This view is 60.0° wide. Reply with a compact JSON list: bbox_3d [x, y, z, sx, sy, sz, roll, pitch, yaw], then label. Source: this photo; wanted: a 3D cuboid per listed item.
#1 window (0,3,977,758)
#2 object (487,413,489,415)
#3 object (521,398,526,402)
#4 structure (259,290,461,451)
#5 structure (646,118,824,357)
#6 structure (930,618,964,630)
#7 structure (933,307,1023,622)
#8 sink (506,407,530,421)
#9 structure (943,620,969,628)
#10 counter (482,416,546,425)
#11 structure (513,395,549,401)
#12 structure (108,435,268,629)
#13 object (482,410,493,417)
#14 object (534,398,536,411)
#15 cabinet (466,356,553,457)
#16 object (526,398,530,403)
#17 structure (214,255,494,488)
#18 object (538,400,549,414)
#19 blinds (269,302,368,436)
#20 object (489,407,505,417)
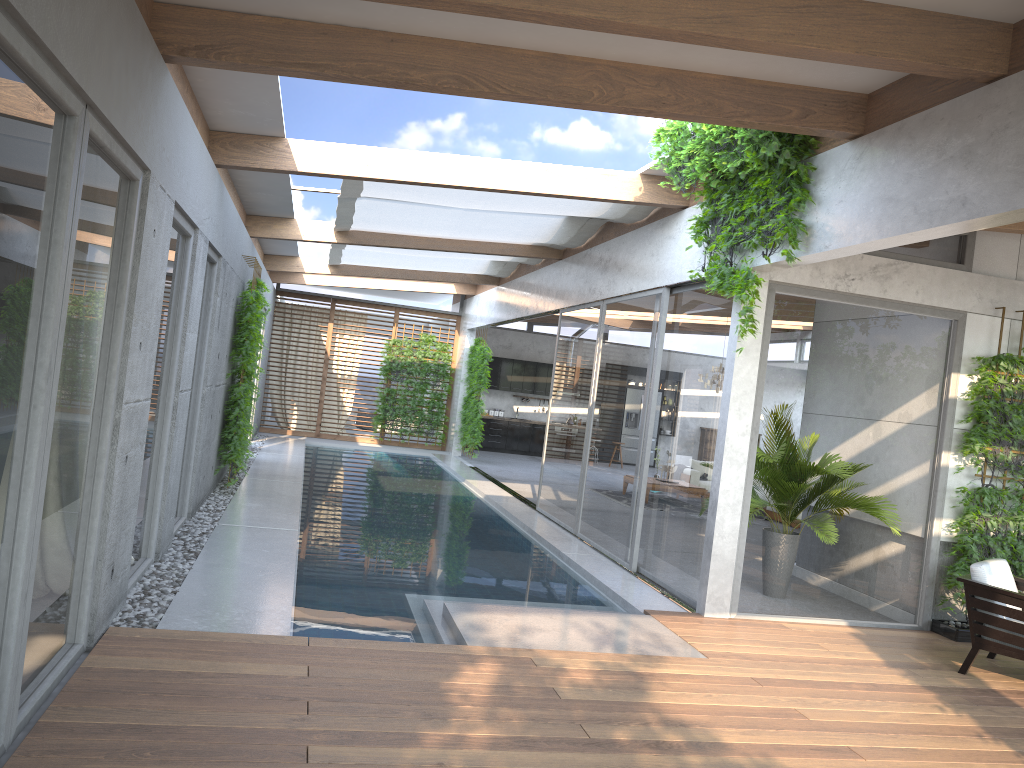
[{"bbox_3d":[2.796,0.132,15.146,14.294,3.764,23.280,7,0,-13],"label":"window"},{"bbox_3d":[-0.607,0.727,21.501,0.073,0.055,0.083,7,0,-37],"label":"object"},{"bbox_3d":[0.292,0.387,22.061,0.117,0.139,0.093,7,0,-11],"label":"object"},{"bbox_3d":[-3.414,-0.268,19.626,4.313,3.079,0.085,7,0,-13],"label":"structure"},{"bbox_3d":[1.578,-1.228,6.700,0.918,2.054,1.822,7,0,-16],"label":"structure"},{"bbox_3d":[4.175,1.867,8.623,2.012,0.595,2.203,7,0,-13],"label":"structure"},{"bbox_3d":[4.461,0.763,7.404,1.851,2.669,0.500,7,0,-12],"label":"structure"},{"bbox_3d":[0.161,0.834,21.798,0.526,0.514,0.514,7,0,-13],"label":"sink"},{"bbox_3d":[3.961,2.001,7.265,0.928,0.044,0.231,7,0,-13],"label":"structure"},{"bbox_3d":[0.347,0.917,21.840,3.805,0.061,0.607,7,0,-13],"label":"counter"},{"bbox_3d":[0.486,0.349,22.119,0.932,0.046,0.081,7,0,-13],"label":"structure"},{"bbox_3d":[-3.706,1.216,11.550,0.477,0.068,13.673,7,0,-13],"label":"structure"},{"bbox_3d":[-0.702,0.692,21.616,0.381,0.134,0.590,7,0,-24],"label":"object"},{"bbox_3d":[0.591,0.517,22.136,0.071,0.325,0.066,7,0,-13],"label":"object"},{"bbox_3d":[1.405,0.612,22.095,5.901,2.502,0.709,7,0,-14],"label":"cabinet"},{"bbox_3d":[0.400,0.400,22.077,0.117,0.139,0.093,7,0,4],"label":"object"},{"bbox_3d":[-2.007,0.018,15.000,2.739,2.687,10.282,7,0,4],"label":"structure"},{"bbox_3d":[0.801,0.565,22.152,0.282,0.380,0.070,7,0,-12],"label":"object"},{"bbox_3d":[-4.373,-0.295,19.770,2.087,2.898,0.692,7,0,-9],"label":"blinds"},{"bbox_3d":[-0.387,0.698,21.884,0.405,0.200,0.147,7,0,-11],"label":"object"}]
